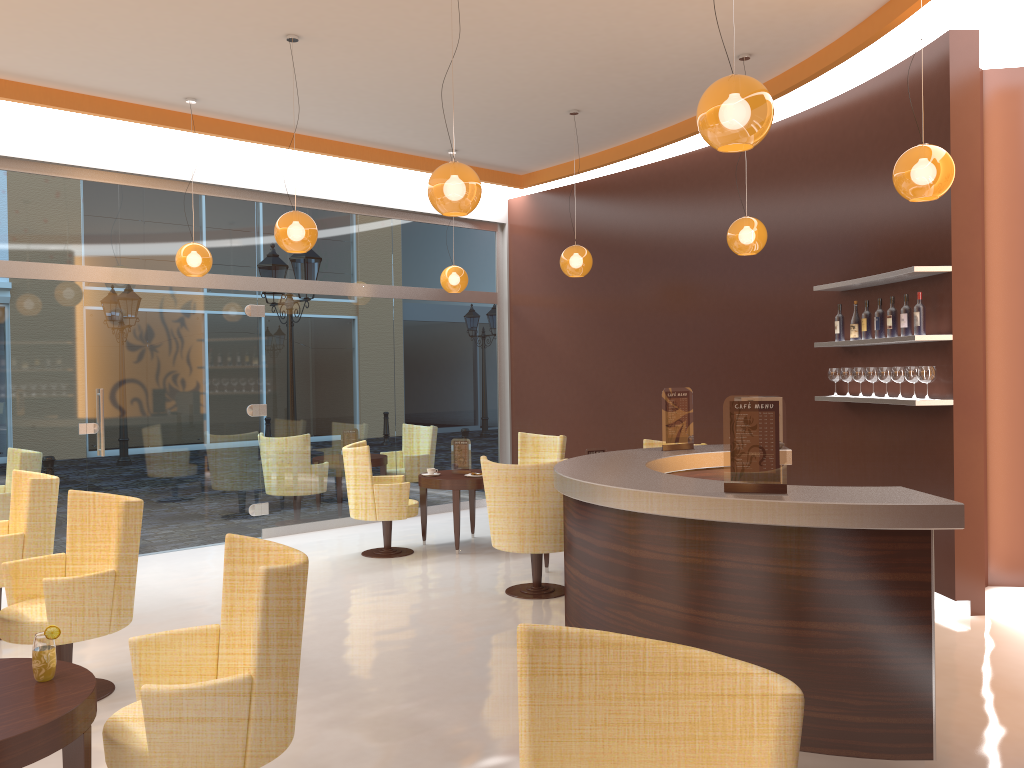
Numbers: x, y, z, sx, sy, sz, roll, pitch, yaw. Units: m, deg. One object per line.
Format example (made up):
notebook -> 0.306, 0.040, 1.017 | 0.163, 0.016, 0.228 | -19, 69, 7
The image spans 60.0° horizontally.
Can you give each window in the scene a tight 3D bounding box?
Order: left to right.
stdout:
window -> -3.171, -0.170, 8.397 | 8.200, 3.380, 0.040 | -1, 1, -42

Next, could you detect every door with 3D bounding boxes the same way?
door -> -3.163, 0.330, 8.402 | 1.640, 2.499, 0.020 | -1, 1, -42

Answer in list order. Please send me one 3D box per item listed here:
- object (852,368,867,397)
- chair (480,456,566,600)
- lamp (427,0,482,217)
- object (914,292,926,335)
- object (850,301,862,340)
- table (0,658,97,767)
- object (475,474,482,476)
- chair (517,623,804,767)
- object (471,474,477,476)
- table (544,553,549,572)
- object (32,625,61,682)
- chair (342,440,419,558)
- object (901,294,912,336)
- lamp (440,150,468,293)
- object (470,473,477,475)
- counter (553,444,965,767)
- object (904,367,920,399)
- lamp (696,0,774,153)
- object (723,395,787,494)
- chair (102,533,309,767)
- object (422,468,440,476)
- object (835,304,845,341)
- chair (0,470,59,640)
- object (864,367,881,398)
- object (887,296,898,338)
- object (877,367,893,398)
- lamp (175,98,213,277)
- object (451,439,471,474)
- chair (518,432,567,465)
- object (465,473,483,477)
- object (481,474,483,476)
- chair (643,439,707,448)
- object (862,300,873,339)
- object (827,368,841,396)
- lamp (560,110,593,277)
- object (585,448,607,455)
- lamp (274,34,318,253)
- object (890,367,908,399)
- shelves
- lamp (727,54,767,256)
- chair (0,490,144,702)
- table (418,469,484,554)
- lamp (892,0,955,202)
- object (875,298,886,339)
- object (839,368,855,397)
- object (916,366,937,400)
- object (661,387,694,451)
object -> 2.620, -0.013, 6.663 | 0.125, 0.221, 0.125 | -1, 1, -17
chair -> 0.152, 1.038, 6.564 | 0.729, 1.017, 0.685 | -1, 1, 26
lamp -> -0.324, -1.678, 4.849 | 0.299, 1.500, 0.299 | -1, 1, 26
object -> 2.721, -0.466, 5.918 | 0.073, 0.297, 0.073 | -1, 1, -32
object -> 2.609, -0.478, 6.721 | 0.086, 0.303, 0.086 | -1, 1, 27
table -> -1.691, 1.279, 2.597 | 0.872, 0.679, 0.874 | -1, 1, -10
object -> -0.309, 0.841, 8.199 | 0.055, 0.014, 0.053 | -1, 1, 32
chair -> 0.196, 1.088, 1.819 | 0.685, 1.017, 0.729 | -2, 1, -45
object -> -0.352, 0.842, 8.214 | 0.054, 0.018, 0.051 | -1, 1, 6
table -> 0.678, 1.192, 7.188 | 0.872, 0.679, 0.874 | -1, 1, 5
object -> -1.473, 0.848, 2.797 | 0.067, 0.171, 0.072 | -1, 1, 31
chair -> -1.197, 1.043, 8.118 | 0.685, 1.017, 0.729 | -1, 1, -10
object -> 2.705, -0.467, 6.082 | 0.073, 0.297, 0.073 | -2, 1, -44
lamp -> -0.622, -1.722, 9.399 | 0.299, 1.500, 0.299 | -1, 1, 16
object -> -0.355, 0.834, 8.249 | 0.052, 0.016, 0.055 | -1, 1, -42
counter -> 1.030, 1.000, 4.888 | 1.586, 1.100, 2.917 | -1, 1, 3
object -> 2.724, -0.007, 6.007 | 0.125, 0.221, 0.125 | -1, 1, -17
lamp -> 0.872, -1.683, 3.503 | 0.299, 1.500, 0.299 | -1, 1, -24
object -> 1.031, 0.255, 3.770 | 0.258, 0.414, 0.052 | -1, 1, 17
chair -> -1.056, 1.094, 3.099 | 0.685, 1.017, 0.729 | -1, 1, -25
object -> -0.762, 0.829, 8.333 | 0.153, 0.069, 0.153 | -1, 1, -41
object -> 2.549, -0.473, 6.895 | 0.073, 0.297, 0.073 | -1, 1, -32
chair -> -3.326, 1.102, 5.783 | 0.685, 1.017, 0.729 | -1, 1, -39
object -> 2.649, -0.011, 6.503 | 0.125, 0.221, 0.125 | -1, 1, -17
object -> 2.684, -0.469, 6.256 | 0.073, 0.297, 0.073 | -1, 1, -32
object -> 2.678, -0.010, 6.342 | 0.125, 0.221, 0.125 | -1, 1, -17
lamp -> -2.715, -1.668, 7.540 | 0.299, 1.500, 0.299 | -1, 1, 23
object -> -0.485, 0.690, 8.469 | 0.209, 0.335, 0.042 | -1, 1, 23
chair -> 0.193, 1.013, 8.909 | 0.685, 1.017, 0.729 | -1, 1, -39
object -> -0.310, 0.848, 8.239 | 0.234, 0.020, 0.234 | -1, 1, 20
object -> -0.261, 0.839, 8.244 | 0.052, 0.018, 0.055 | -1, 1, -17
chair -> 1.311, 1.008, 7.667 | 0.685, 1.017, 0.729 | -1, 1, -35
object -> 2.635, -0.471, 6.580 | 0.073, 0.297, 0.073 | -1, 1, 18
object -> 2.546, -0.015, 6.977 | 0.125, 0.221, 0.125 | -1, 1, -17
lamp -> 0.573, -1.726, 8.054 | 0.299, 1.500, 0.299 | -1, 1, 26
object -> 0.683, 0.685, 7.172 | 0.209, 0.335, 0.042 | -1, 1, -28
lamp -> -1.519, -1.673, 6.194 | 0.299, 1.500, 0.299 | -1, 1, -31
object -> 2.701, -0.009, 6.176 | 0.125, 0.221, 0.125 | -1, 1, -17
shelves -> 2.460, -0.297, 4.717 | 0.586, 0.902, 4.744 | -1, 1, 6
lamp -> 1.769, -1.731, 6.708 | 0.299, 1.500, 0.299 | -1, 1, 27
chair -> -2.290, 1.098, 4.617 | 0.685, 1.017, 0.729 | -2, 1, -45
table -> -0.448, 1.197, 8.442 | 0.872, 0.679, 0.874 | -1, 1, 5
lamp -> 2.142, -1.715, 4.632 | 0.299, 1.500, 0.299 | -1, 1, -24
object -> 2.663, -0.470, 6.416 | 0.073, 0.297, 0.073 | -1, 1, -32
object -> 2.585, -0.014, 6.823 | 0.125, 0.221, 0.125 | -1, 1, -17
object -> 2.731, -0.006, 5.838 | 0.125, 0.221, 0.125 | -1, 1, -17
object -> 1.101, 0.231, 5.893 | 0.258, 0.414, 0.052 | -1, 1, -28
